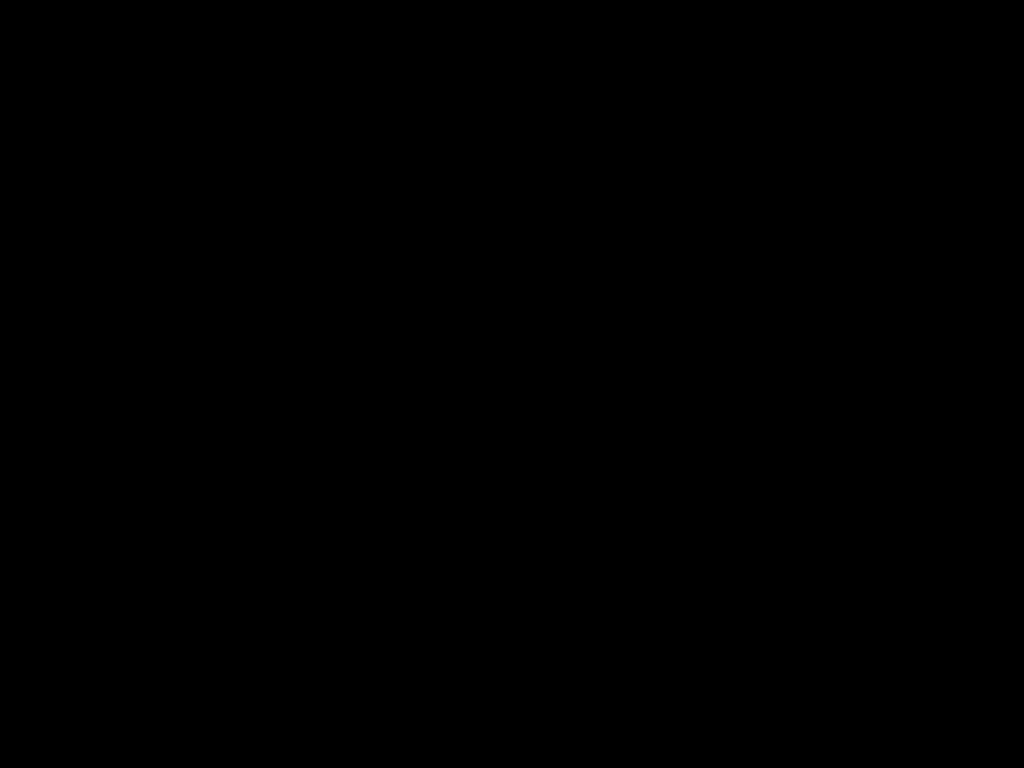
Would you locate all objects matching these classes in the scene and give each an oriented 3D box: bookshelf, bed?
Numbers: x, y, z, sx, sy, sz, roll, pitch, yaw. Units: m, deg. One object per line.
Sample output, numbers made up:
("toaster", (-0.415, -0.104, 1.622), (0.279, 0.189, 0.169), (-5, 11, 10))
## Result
("bookshelf", (-1.909, -0.247, 2.092), (1.495, 0.303, 0.643), (6, 1, -42))
("bed", (-0.664, -0.416, 0.723), (2.087, 0.994, 3.009), (6, 1, -42))

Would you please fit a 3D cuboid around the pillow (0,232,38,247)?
("pillow", (-1.476, -0.460, 2.113), (0.470, 0.241, 0.498), (7, 1, 13))
